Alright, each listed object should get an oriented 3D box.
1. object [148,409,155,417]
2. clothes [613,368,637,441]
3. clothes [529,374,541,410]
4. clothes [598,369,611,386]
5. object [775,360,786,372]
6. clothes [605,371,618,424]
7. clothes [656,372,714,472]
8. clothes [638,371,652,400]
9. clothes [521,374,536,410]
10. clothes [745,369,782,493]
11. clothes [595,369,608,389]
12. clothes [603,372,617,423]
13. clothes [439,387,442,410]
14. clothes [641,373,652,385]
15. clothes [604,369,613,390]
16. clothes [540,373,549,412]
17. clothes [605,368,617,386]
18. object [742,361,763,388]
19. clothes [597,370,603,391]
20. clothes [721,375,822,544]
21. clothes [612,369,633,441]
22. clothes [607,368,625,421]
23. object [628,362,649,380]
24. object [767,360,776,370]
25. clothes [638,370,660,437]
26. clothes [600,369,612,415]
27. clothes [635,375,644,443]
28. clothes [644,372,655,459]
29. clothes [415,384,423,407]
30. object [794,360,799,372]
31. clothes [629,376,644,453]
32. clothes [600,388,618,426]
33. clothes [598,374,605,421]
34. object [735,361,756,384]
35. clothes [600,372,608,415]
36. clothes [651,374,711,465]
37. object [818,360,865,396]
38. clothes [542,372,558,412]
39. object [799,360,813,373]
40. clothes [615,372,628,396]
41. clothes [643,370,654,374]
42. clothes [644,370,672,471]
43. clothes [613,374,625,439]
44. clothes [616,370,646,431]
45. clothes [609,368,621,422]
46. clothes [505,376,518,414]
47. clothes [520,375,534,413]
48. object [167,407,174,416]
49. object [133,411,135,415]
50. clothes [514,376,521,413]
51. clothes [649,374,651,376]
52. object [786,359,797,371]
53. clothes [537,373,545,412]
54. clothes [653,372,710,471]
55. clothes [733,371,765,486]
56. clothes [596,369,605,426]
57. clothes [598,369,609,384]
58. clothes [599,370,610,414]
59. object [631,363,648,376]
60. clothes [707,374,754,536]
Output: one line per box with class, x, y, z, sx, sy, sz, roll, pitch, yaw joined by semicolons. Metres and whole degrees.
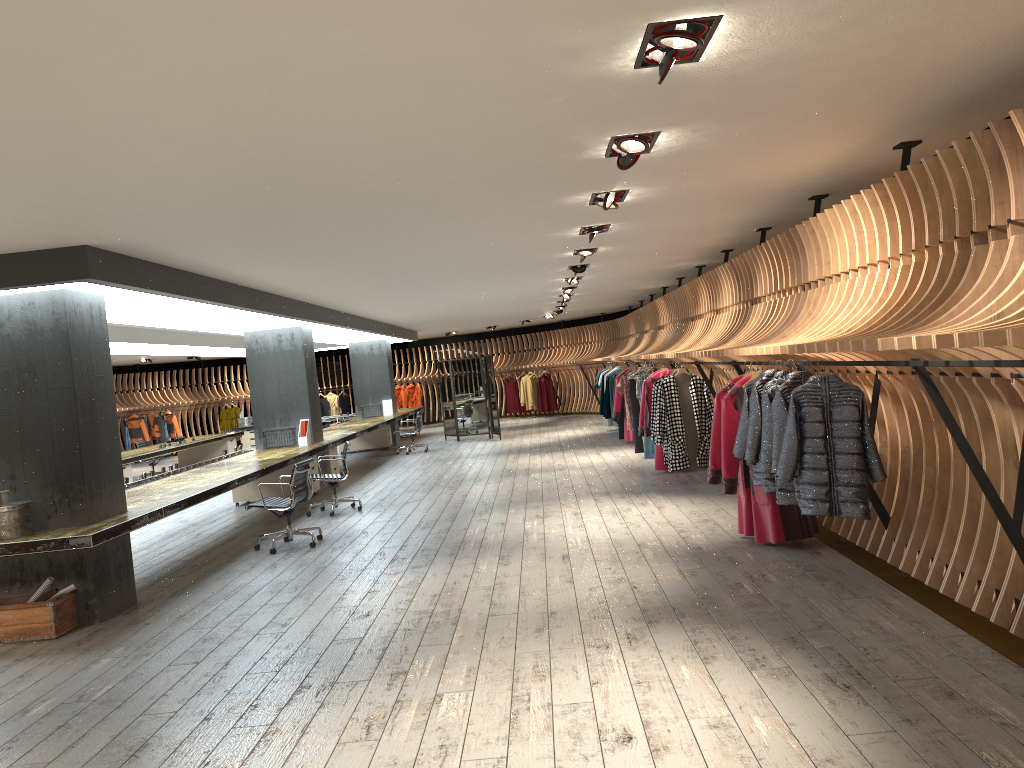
object;-10.055;0.841;24.753;0.525;0.270;0.012;-6;0;22
clothes;2.202;0.361;15.753;0.839;1.312;0.321;-6;0;11
clothes;0.762;0.220;25.920;0.151;1.053;0.778;-6;1;42
clothes;2.257;0.130;19.253;0.734;0.937;0.164;-6;0;5
object;1.880;-0.057;6.189;0.440;0.226;0.010;-6;0;-8
clothes;2.255;0.237;17.589;0.913;1.081;0.238;-6;0;1
clothes;2.036;0.436;10.336;0.773;1.160;0.191;-6;0;-8
clothes;2.140;0.552;13.646;0.277;1.542;0.316;-6;0;1
clothes;0.611;0.232;26.081;0.777;1.053;0.152;-6;0;2
clothes;1.856;0.326;6.152;0.501;0.854;0.245;-6;0;-14
clothes;2.247;0.136;19.854;0.737;0.971;0.167;-6;0;10
clothes;2.258;0.229;17.944;0.913;1.081;0.238;-6;0;6
clothes;-2.157;0.476;27.885;0.096;0.988;0.465;-6;0;14
clothes;2.074;0.228;13.064;0.278;0.767;0.263;-6;0;9
clothes;2.297;0.196;18.468;0.733;1.106;0.165;-6;0;6
clothes;1.020;0.240;25.640;0.444;1.129;0.127;-6;0;-1
clothes;2.234;0.207;18.279;0.733;1.106;0.165;-6;0;1
object;1.916;-0.038;6.835;0.523;0.291;0.015;-6;0;12
clothes;2.347;0.358;20.718;0.677;1.434;0.204;-6;0;16
clothes;2.024;0.572;6.816;0.839;1.317;0.318;-6;0;9
clothes;2.211;0.354;16.043;0.840;1.312;0.321;-6;0;1
clothes;2.261;0.205;17.713;0.715;1.088;0.257;-6;0;-3
object;2.099;-0.221;14.196;0.525;0.270;0.012;-6;0;2
object;1.884;-0.062;6.425;0.010;0.226;0.439;-6;1;-38
clothes;2.095;0.456;11.906;0.839;1.312;0.321;-6;0;21
clothes;2.294;0.207;18.972;0.913;1.081;0.238;-6;0;1
clothes;2.114;0.419;13.896;0.278;1.141;0.172;-6;0;9
clothes;2.114;0.568;13.354;0.373;1.536;0.312;-6;0;13
clothes;-2.950;0.430;28.069;0.201;0.881;0.839;-6;1;-18
object;1.852;-0.040;5.736;0.440;0.226;0.010;-6;0;27
clothes;2.181;0.522;14.206;0.539;1.352;0.087;-6;0;1
clothes;2.334;0.368;20.302;0.677;1.434;0.203;-6;0;-14
clothes;2.339;0.365;20.437;0.677;1.434;0.204;-6;0;16
object;1.916;-0.054;7.108;0.525;0.270;0.012;-5;0;32
clothes;2.284;0.210;18.885;0.913;1.081;0.238;-6;0;6
clothes;2.050;0.423;10.852;0.772;1.160;0.191;-6;0;22
object;1.855;-0.031;5.250;0.439;0.226;0.010;-5;1;42
clothes;1.067;0.237;25.559;0.444;1.129;0.126;-6;0;-26
object;1.880;-0.034;5.615;0.438;0.244;0.010;-6;0;2
clothes;2.166;0.266;15.134;0.760;1.020;0.188;-6;0;2
clothes;2.161;0.439;13.497;0.277;1.291;0.316;-6;0;-34
clothes;2.089;0.463;11.618;0.839;1.312;0.321;-6;0;31
clothes;2.234;0.462;16.802;0.539;1.352;0.087;-6;0;6
clothes;2.144;0.271;14.912;0.760;1.030;0.179;-6;0;-13
clothes;2.249;0.216;17.274;0.714;1.088;0.257;-6;0;7
clothes;-0.019;0.327;26.716;0.444;1.129;0.127;-6;0;-1
clothes;0.401;0.291;26.304;0.444;1.129;0.126;-6;0;-36
object;-9.785;0.800;25.222;0.525;0.270;0.012;-5;0;32
object;-10.321;0.878;24.224;0.525;0.270;0.012;-6;0;17
clothes;0.157;0.312;26.541;0.127;1.129;0.444;-6;0;-6
clothes;2.190;0.213;12.887;0.336;0.776;0.255;-6;0;17
object;1.887;-0.045;5.893;0.438;0.242;0.016;-6;0;27
clothes;0.910;0.249;25.768;0.444;1.129;0.126;-6;0;-26
clothes;2.056;0.429;10.559;0.773;1.160;0.191;-6;0;2
clothes;1.893;0.330;6.431;0.166;0.854;0.745;-6;1;-44
clothes;2.344;0.361;20.578;0.677;1.434;0.203;-6;0;-9
clothes;2.298;0.119;19.709;0.743;0.931;0.158;-6;0;6
clothes;2.290;0.205;19.095;0.913;1.081;0.238;-6;0;1
object;2.097;-0.226;14.410;0.524;0.270;0.012;-5;1;42
clothes;1.961;0.568;7.096;0.839;1.312;0.321;-6;0;31
